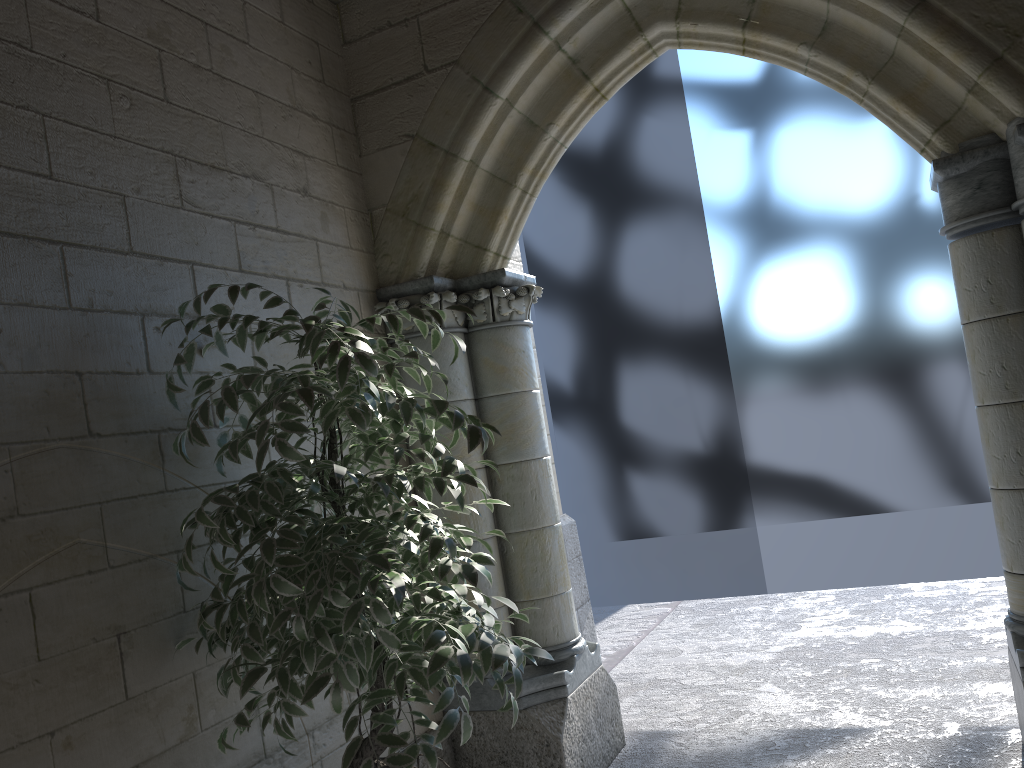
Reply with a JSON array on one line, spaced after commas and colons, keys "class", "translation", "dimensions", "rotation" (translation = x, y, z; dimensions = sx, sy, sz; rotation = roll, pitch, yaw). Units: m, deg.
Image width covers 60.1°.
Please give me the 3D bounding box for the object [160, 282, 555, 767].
[{"class": "object", "translation": [-0.327, 0.540, 1.952], "dimensions": [0.789, 1.616, 0.750], "rotation": [-10, -2, 20]}]
